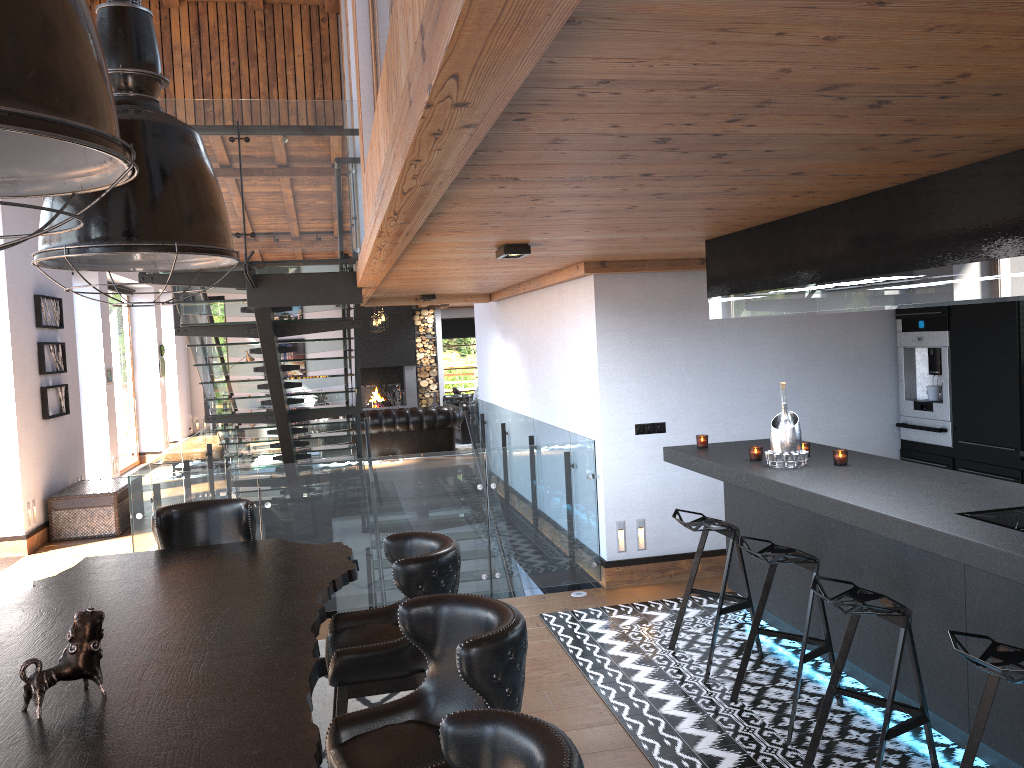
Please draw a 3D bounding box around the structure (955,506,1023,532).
[{"bbox_3d":[2.013,0.506,3.178,0.507,0.017,0.607,-3,3,-12],"label":"structure"}]

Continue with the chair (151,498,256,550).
[{"bbox_3d":[-1.517,1.162,4.444,0.507,1.091,0.565,-3,2,-13],"label":"chair"}]

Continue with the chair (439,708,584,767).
[{"bbox_3d":[-0.121,1.244,1.668,0.569,1.091,0.504,-3,2,-3],"label":"chair"}]

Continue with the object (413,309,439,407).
[{"bbox_3d":[-1.899,-0.335,19.567,0.496,2.610,0.464,-3,2,-12],"label":"object"}]

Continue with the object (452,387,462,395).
[{"bbox_3d":[-1.150,0.217,18.632,0.148,0.319,0.251,-2,3,29],"label":"object"}]

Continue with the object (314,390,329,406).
[{"bbox_3d":[-4.108,0.337,19.066,0.339,0.455,0.335,-2,3,14],"label":"object"}]

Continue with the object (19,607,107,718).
[{"bbox_3d":[-1.225,0.748,2.415,0.114,0.253,0.223,-1,3,41],"label":"object"}]

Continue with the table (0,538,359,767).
[{"bbox_3d":[-1.098,1.331,2.507,1.436,0.949,3.779,-3,3,-11],"label":"table"}]

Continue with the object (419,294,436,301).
[{"bbox_3d":[-0.919,-0.944,9.640,0.156,0.068,0.260,-3,3,-11],"label":"object"}]

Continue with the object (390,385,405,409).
[{"bbox_3d":[-2.428,0.520,18.948,0.304,1.017,0.311,-1,3,34],"label":"object"}]

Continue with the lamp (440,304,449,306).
[{"bbox_3d":[-1.423,-1.685,18.759,0.156,0.068,0.260,-3,3,-11],"label":"lamp"}]

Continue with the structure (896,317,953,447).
[{"bbox_3d":[3.147,-0.026,6.681,0.256,0.945,0.594,-3,2,-11],"label":"structure"}]

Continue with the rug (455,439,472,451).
[{"bbox_3d":[-0.926,1.044,16.590,2.443,0.053,4.027,-3,3,-11],"label":"rug"}]

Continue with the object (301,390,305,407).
[{"bbox_3d":[-4.523,0.338,18.907,0.262,0.532,0.422,-5,3,-43],"label":"object"}]

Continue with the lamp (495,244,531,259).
[{"bbox_3d":[0.004,-0.755,5.013,0.156,0.068,0.260,-3,3,-11],"label":"lamp"}]

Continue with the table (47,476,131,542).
[{"bbox_3d":[-4.582,1.358,9.829,0.688,0.469,1.249,-3,3,-11],"label":"table"}]

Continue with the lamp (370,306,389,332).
[{"bbox_3d":[-2.578,-2.082,16.691,0.264,2.200,0.796,-4,2,-20],"label":"lamp"}]

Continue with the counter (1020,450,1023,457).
[{"bbox_3d":[3.793,0.484,4.538,0.534,0.040,2.556,-3,3,-11],"label":"counter"}]

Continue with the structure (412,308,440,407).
[{"bbox_3d":[-1.891,-0.341,19.560,0.504,2.616,0.509,-3,2,-12],"label":"structure"}]

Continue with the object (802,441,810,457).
[{"bbox_3d":[1.676,0.376,5.097,0.078,0.081,0.080,0,3,43],"label":"object"}]

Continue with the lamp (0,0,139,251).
[{"bbox_3d":[-1.012,-2.530,1.252,0.614,4.682,0.629,-1,3,33],"label":"lamp"}]

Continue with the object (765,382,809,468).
[{"bbox_3d":[1.475,0.216,4.782,0.227,0.452,0.224,-3,2,-12],"label":"object"}]

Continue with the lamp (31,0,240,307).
[{"bbox_3d":[-1.322,-2.594,2.806,0.614,4.682,0.629,-1,3,33],"label":"lamp"}]

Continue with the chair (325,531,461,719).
[{"bbox_3d":[-0.454,1.163,3.410,0.571,1.091,0.501,-3,2,-13],"label":"chair"}]

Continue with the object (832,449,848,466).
[{"bbox_3d":[1.751,0.391,4.723,0.078,0.081,0.080,0,3,43],"label":"object"}]

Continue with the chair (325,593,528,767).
[{"bbox_3d":[-0.218,1.198,2.481,0.574,1.091,0.499,-4,3,-28],"label":"chair"}]

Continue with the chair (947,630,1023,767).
[{"bbox_3d":[1.656,1.219,2.765,0.472,0.839,0.536,-3,2,-15],"label":"chair"}]

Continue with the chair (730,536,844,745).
[{"bbox_3d":[1.355,1.160,4.224,0.472,0.839,0.536,-3,2,-15],"label":"chair"}]

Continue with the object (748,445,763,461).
[{"bbox_3d":[1.384,0.394,5.029,0.078,0.081,0.080,0,3,43],"label":"object"}]

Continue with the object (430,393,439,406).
[{"bbox_3d":[-1.694,0.582,19.312,0.270,0.794,0.261,-4,3,-28],"label":"object"}]

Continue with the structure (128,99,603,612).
[{"bbox_3d":[-3.956,1.300,7.312,9.258,6.395,10.976,-3,3,-12],"label":"structure"}]

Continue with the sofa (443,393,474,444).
[{"bbox_3d":[-0.592,0.604,17.197,1.246,0.838,2.554,-3,3,-12],"label":"sofa"}]

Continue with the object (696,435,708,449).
[{"bbox_3d":[1.219,0.369,5.676,0.078,0.081,0.080,-2,3,23],"label":"object"}]

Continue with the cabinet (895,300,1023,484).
[{"bbox_3d":[3.906,0.282,3.898,0.546,2.379,6.401,-3,3,-11],"label":"cabinet"}]

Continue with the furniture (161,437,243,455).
[{"bbox_3d":[-5.095,1.149,14.744,1.181,0.436,2.747,-3,3,-11],"label":"furniture"}]

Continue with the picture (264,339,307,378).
[{"bbox_3d":[-4.912,-0.554,19.142,0.884,0.816,0.036,-3,2,-12],"label":"picture"}]

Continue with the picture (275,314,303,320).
[{"bbox_3d":[-4.962,-1.547,19.104,0.884,0.816,0.036,-3,2,-12],"label":"picture"}]

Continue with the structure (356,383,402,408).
[{"bbox_3d":[-2.888,0.276,19.220,0.987,0.514,0.182,-3,2,-12],"label":"structure"}]

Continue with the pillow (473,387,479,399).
[{"bbox_3d":[-0.653,0.272,17.667,0.284,0.469,0.526,-3,3,-9],"label":"pillow"}]

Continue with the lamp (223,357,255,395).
[{"bbox_3d":[-5.642,0.291,17.834,0.525,1.898,1.328,-2,2,10],"label":"lamp"}]

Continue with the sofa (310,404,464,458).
[{"bbox_3d":[-2.066,0.803,14.695,2.580,0.838,1.233,-3,3,-13],"label":"sofa"}]

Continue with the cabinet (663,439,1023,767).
[{"bbox_3d":[1.921,1.033,3.607,0.893,1.103,4.779,-3,3,-11],"label":"cabinet"}]

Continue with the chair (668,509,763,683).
[{"bbox_3d":[1.165,1.132,4.952,0.471,0.839,0.536,-3,2,-12],"label":"chair"}]

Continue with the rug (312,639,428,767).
[{"bbox_3d":[-1.079,1.769,2.853,2.565,0.047,5.606,-3,3,-12],"label":"rug"}]

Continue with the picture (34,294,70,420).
[{"bbox_3d":[-5.008,-0.296,9.664,0.059,1.311,0.770,-3,2,-11],"label":"picture"}]

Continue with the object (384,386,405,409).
[{"bbox_3d":[-2.127,0.385,16.233,0.406,0.807,0.620,-3,2,0],"label":"object"}]

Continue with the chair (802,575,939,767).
[{"bbox_3d":[1.437,1.195,3.443,0.470,0.839,0.538,-3,2,-6],"label":"chair"}]

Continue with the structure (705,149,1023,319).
[{"bbox_3d":[1.814,-0.576,3.731,0.714,0.476,3.236,-3,3,-11],"label":"structure"}]
